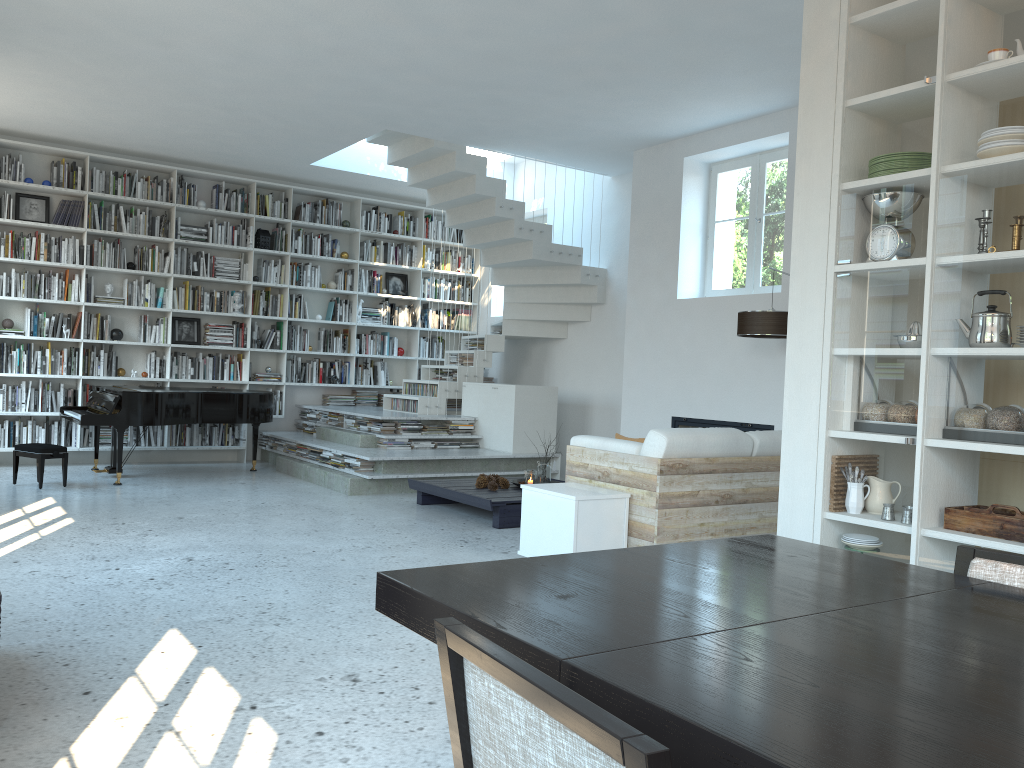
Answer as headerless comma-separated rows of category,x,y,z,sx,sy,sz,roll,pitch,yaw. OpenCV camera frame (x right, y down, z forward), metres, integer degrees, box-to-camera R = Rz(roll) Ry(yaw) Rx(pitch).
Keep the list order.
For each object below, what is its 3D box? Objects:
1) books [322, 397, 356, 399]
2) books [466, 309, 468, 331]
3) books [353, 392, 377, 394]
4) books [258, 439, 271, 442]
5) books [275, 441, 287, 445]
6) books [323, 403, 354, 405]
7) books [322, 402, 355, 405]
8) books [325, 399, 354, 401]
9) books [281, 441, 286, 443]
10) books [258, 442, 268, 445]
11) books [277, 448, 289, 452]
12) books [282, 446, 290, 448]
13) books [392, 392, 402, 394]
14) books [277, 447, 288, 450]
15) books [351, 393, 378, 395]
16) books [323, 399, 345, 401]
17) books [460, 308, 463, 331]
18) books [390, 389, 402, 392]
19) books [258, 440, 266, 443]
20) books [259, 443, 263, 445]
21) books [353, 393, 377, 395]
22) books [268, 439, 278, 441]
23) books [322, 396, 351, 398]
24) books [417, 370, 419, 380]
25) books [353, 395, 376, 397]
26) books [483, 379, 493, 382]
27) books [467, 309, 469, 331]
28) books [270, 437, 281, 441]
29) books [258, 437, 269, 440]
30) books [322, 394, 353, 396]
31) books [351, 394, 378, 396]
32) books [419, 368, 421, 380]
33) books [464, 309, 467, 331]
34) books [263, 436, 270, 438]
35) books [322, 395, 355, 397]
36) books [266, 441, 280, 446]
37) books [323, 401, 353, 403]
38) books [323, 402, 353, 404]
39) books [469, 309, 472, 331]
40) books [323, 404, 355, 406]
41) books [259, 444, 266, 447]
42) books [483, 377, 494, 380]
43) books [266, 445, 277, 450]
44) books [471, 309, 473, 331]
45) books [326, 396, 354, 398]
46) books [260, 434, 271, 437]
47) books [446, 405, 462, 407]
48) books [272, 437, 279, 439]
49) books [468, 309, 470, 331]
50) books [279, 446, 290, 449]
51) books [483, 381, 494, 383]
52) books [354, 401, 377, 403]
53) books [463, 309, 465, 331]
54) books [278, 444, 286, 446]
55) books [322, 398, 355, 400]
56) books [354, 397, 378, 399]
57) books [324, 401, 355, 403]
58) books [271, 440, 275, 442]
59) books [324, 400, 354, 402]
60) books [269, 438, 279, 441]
books,-2.073,0.166,10.622,0.346,0.007,0.193,2,1,-39
books,-0.632,-0.827,11.540,0.018,0.293,0.169,2,1,-34
books,-1.795,0.108,10.808,0.254,0.006,0.161,2,1,-39
books,-2.750,0.639,10.049,0.188,0.009,0.211,2,1,-35
books,-2.412,0.636,9.551,0.180,0.015,0.294,2,1,-36
books,-2.081,0.241,10.624,0.308,0.008,0.195,2,1,-38
books,-2.079,0.233,10.621,0.346,0.007,0.193,2,1,-29
books,-2.074,0.188,10.623,0.308,0.008,0.195,2,1,-29
books,-2.392,0.621,9.564,0.130,0.018,0.255,2,1,-31
books,-2.752,0.674,10.049,0.179,0.012,0.261,2,1,-31
books,-2.415,0.710,9.553,0.177,0.026,0.230,2,1,-31
books,-2.398,0.671,9.563,0.147,0.012,0.206,2,1,-33
books,-1.361,0.114,11.063,0.159,0.012,0.285,2,1,-38
books,-2.409,0.690,9.556,0.172,0.014,0.221,2,1,-33
books,-1.799,0.124,10.808,0.285,0.005,0.159,2,1,-38
books,-2.084,0.195,10.632,0.308,0.008,0.195,2,1,-34
books,-0.684,-0.829,11.487,0.018,0.293,0.169,2,1,-34
books,-1.372,0.085,11.054,0.204,0.036,0.266,2,1,-33
books,-2.752,0.649,10.048,0.177,0.012,0.278,2,1,-38
books,-2.745,0.685,10.055,0.155,0.009,0.233,2,1,-39
books,-1.797,0.119,10.810,0.254,0.006,0.161,2,1,-30
books,-2.575,0.622,9.812,0.160,0.009,0.291,2,1,-32
books,-2.077,0.158,10.629,0.346,0.007,0.193,2,1,-32
books,-1.219,-0.074,11.088,0.031,0.214,0.164,2,1,-34
books,-1.804,0.145,10.815,0.254,0.006,0.161,2,1,-35
books,-0.379,-0.049,10.991,0.234,0.025,0.157,2,1,-38
books,-0.614,-0.827,11.546,0.018,0.293,0.169,2,1,-34
books,-2.563,0.606,9.820,0.135,0.014,0.297,2,1,-33
books,-2.755,0.614,10.044,0.191,0.013,0.243,2,1,-38
books,-2.076,0.136,10.628,0.346,0.007,0.193,2,1,-32
books,-1.804,0.135,10.815,0.285,0.005,0.159,2,1,-35
books,-1.188,-0.083,11.103,0.014,0.233,0.183,2,1,-34
books,-0.644,-0.828,11.526,0.018,0.293,0.169,2,1,-34
books,-2.726,0.600,10.063,0.133,0.017,0.231,2,1,-33
books,-2.076,0.143,10.628,0.346,0.007,0.193,2,1,-36
books,-2.592,0.658,9.803,0.191,0.028,0.212,2,1,-30
books,-2.083,0.218,10.628,0.308,0.008,0.195,2,1,-32
books,-2.081,0.226,10.623,0.308,0.008,0.195,2,1,-30
books,-0.581,-0.825,11.561,0.018,0.293,0.169,2,1,-34
books,-2.081,0.248,10.624,0.346,0.007,0.193,2,1,-30
books,-2.744,0.697,10.056,0.171,0.016,0.241,2,1,-34
books,-0.381,-0.075,10.994,0.267,0.026,0.161,2,1,-29
books,-2.587,0.699,9.808,0.189,0.030,0.237,2,1,-34
books,-0.572,-0.825,11.580,0.018,0.293,0.169,2,1,-34
books,-2.077,0.151,10.628,0.308,0.008,0.195,2,1,-32
books,-2.737,0.584,10.055,0.158,0.014,0.234,2,1,-36
books,-0.843,0.279,11.469,0.328,0.008,0.207,2,1,-31
books,-2.566,0.590,9.817,0.137,0.018,0.200,2,1,-30
books,-0.602,-0.826,11.560,0.018,0.293,0.169,2,1,-34
books,-2.397,0.680,9.563,0.149,0.007,0.300,2,1,-34
books,-0.386,-0.031,11.000,0.278,0.012,0.177,2,1,-30
books,-1.801,0.218,10.813,0.254,0.007,0.161,2,1,-38
books,-0.662,-0.828,11.519,0.018,0.293,0.169,2,1,-34
books,-2.411,0.654,9.553,0.171,0.020,0.193,2,1,-30
books,-2.076,0.181,10.627,0.346,0.007,0.193,2,1,-37
books,-1.803,0.170,10.817,0.285,0.007,0.159,2,1,-33
books,-2.082,0.211,10.628,0.346,0.007,0.193,2,1,-36
books,-2.567,0.636,9.819,0.143,0.019,0.230,2,1,-33
books,-2.077,0.203,10.622,0.308,0.008,0.195,2,1,-39
books,-2.567,0.616,9.817,0.126,0.005,0.290,2,1,-39
